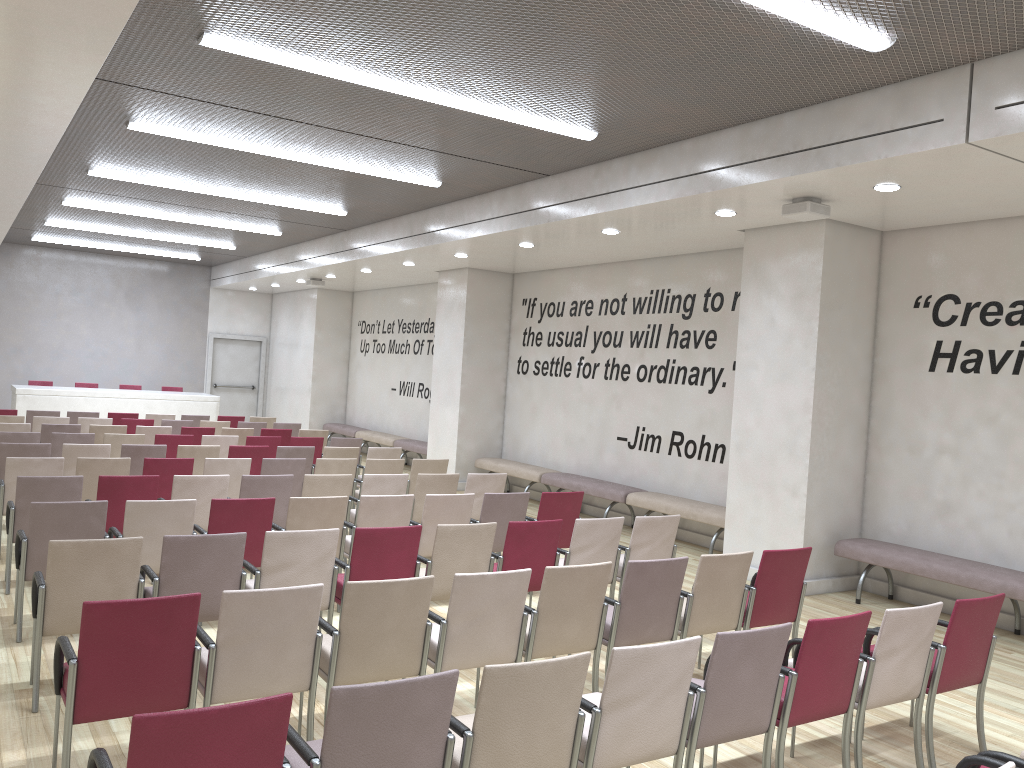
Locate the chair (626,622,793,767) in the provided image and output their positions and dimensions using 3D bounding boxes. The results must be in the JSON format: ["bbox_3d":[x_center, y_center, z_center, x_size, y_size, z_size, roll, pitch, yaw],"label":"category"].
[{"bbox_3d":[0.833,1.444,3.942,0.513,0.890,0.640,3,1,-32],"label":"chair"}]

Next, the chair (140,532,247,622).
[{"bbox_3d":[-1.866,1.256,5.134,0.513,0.890,0.640,3,1,-32],"label":"chair"}]

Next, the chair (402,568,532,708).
[{"bbox_3d":[-0.269,1.365,4.679,0.513,0.890,0.640,3,1,-32],"label":"chair"}]

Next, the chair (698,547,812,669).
[{"bbox_3d":[1.568,1.472,5.864,0.513,0.890,0.640,3,1,-32],"label":"chair"}]

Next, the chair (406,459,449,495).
[{"bbox_3d":[-1.076,1.256,10.020,0.513,0.890,0.640,3,1,-33],"label":"chair"}]

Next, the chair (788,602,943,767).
[{"bbox_3d":[1.765,1.499,4.528,0.513,0.890,0.640,3,1,-32],"label":"chair"}]

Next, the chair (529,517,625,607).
[{"bbox_3d":[0.450,1.391,6.612,0.513,0.890,0.640,3,1,-33],"label":"chair"}]

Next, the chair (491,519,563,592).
[{"bbox_3d":[-0.018,1.364,6.313,0.513,0.890,0.640,3,1,-33],"label":"chair"}]

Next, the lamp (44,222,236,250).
[{"bbox_3d":[-6.800,-2.726,16.422,3.304,0.045,0.198,3,1,-33],"label":"lamp"}]

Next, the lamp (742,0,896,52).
[{"bbox_3d":[0.829,-2.102,4.436,3.304,0.045,0.198,3,1,-33],"label":"lamp"}]

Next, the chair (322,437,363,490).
[{"bbox_3d":[-2.387,1.149,12.088,0.513,0.890,0.640,3,1,-33],"label":"chair"}]

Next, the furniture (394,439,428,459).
[{"bbox_3d":[-1.545,1.332,15.918,0.530,0.550,1.833,3,1,-33],"label":"furniture"}]

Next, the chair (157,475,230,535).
[{"bbox_3d":[-2.720,1.175,7.509,0.513,0.890,0.640,3,1,-33],"label":"chair"}]

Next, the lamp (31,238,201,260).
[{"bbox_3d":[-8.330,-2.851,18.825,3.304,0.045,0.198,3,1,-33],"label":"lamp"}]

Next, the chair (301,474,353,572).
[{"bbox_3d":[-1.802,1.229,8.080,0.513,0.890,0.640,3,1,-33],"label":"chair"}]

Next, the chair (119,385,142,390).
[{"bbox_3d":[-8.089,0.478,18.869,0.513,0.890,0.640,3,1,-33],"label":"chair"}]

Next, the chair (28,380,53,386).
[{"bbox_3d":[-9.533,0.393,17.946,0.513,0.890,0.640,3,1,-33],"label":"chair"}]

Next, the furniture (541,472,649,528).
[{"bbox_3d":[1.068,1.545,11.812,0.530,0.550,1.833,3,1,-33],"label":"furniture"}]

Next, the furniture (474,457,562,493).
[{"bbox_3d":[0.071,1.464,13.379,0.530,0.550,1.833,3,1,-33],"label":"furniture"}]

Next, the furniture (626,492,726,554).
[{"bbox_3d":[2.063,1.627,10.249,0.530,0.550,1.833,3,1,-33],"label":"furniture"}]

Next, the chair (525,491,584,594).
[{"bbox_3d":[0.264,1.365,7.936,0.513,0.890,0.640,3,1,-32],"label":"chair"}]

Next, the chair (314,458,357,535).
[{"bbox_3d":[-1.997,1.202,9.429,0.513,0.890,0.640,3,1,-33],"label":"chair"}]

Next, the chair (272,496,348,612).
[{"bbox_3d":[-1.599,1.256,6.753,0.513,0.890,0.640,3,1,-33],"label":"chair"}]

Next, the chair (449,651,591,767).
[{"bbox_3d":[-0.084,1.391,3.352,0.513,0.890,0.640,3,1,-32],"label":"chair"}]

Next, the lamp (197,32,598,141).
[{"bbox_3d":[-0.700,-2.227,6.837,3.304,0.045,0.198,3,1,-33],"label":"lamp"}]

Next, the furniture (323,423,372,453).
[{"bbox_3d":[-3.537,1.169,19.047,0.530,0.550,1.833,3,1,-33],"label":"furniture"}]

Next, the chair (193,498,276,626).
[{"bbox_3d":[-2.057,1.229,6.452,0.513,0.890,0.640,3,1,-32],"label":"chair"}]

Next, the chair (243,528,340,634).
[{"bbox_3d":[-1.401,1.283,5.435,0.513,0.890,0.640,3,1,-32],"label":"chair"}]

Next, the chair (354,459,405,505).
[{"bbox_3d":[-1.530,1.229,9.709,0.513,0.890,0.640,3,1,-33],"label":"chair"}]

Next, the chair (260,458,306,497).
[{"bbox_3d":[-2.454,1.175,9.124,0.513,0.890,0.640,3,1,-32],"label":"chair"}]

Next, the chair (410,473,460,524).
[{"bbox_3d":[-0.876,1.283,8.684,0.513,0.890,0.640,3,1,-32],"label":"chair"}]

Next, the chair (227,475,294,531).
[{"bbox_3d":[-2.254,1.202,7.786,0.513,0.890,0.640,3,1,-33],"label":"chair"}]

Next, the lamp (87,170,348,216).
[{"bbox_3d":[-3.749,-2.476,11.627,3.304,0.045,0.198,3,1,-33],"label":"lamp"}]

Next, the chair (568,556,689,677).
[{"bbox_3d":[0.652,1.418,5.269,0.513,0.890,0.640,3,1,-32],"label":"chair"}]

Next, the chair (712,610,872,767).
[{"bbox_3d":[1.296,1.471,4.242,0.513,0.890,0.640,3,1,-33],"label":"chair"}]

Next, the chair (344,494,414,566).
[{"bbox_3d":[-1.134,1.283,7.063,0.513,0.890,0.640,3,1,-32],"label":"chair"}]

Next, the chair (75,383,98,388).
[{"bbox_3d":[-8.811,0.436,18.408,0.513,0.890,0.640,3,1,-33],"label":"chair"}]

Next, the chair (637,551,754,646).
[{"bbox_3d":[1.112,1.445,5.579,0.513,0.890,0.640,3,1,-33],"label":"chair"}]

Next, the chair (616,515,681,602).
[{"bbox_3d":[0.915,1.418,6.906,0.513,0.890,0.640,3,1,-33],"label":"chair"}]

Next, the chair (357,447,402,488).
[{"bbox_3d":[-1.730,1.202,11.049,0.513,0.890,0.640,3,1,-33],"label":"chair"}]

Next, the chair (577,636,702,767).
[{"bbox_3d":[0.379,1.418,3.647,0.513,0.890,0.640,3,1,-32],"label":"chair"}]

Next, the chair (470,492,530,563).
[{"bbox_3d":[-0.216,1.337,7.650,0.513,0.890,0.640,3,1,-32],"label":"chair"}]

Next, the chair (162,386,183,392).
[{"bbox_3d":[-7.367,0.520,19.331,0.513,0.890,0.640,3,1,-33],"label":"chair"}]

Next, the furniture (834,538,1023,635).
[{"bbox_3d":[3.687,1.760,7.697,0.530,0.550,1.833,3,1,-33],"label":"furniture"}]

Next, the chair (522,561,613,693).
[{"bbox_3d":[0.176,1.390,4.976,0.513,0.890,0.640,3,1,-33],"label":"chair"}]

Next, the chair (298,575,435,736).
[{"bbox_3d":[-0.741,1.337,4.384,0.513,0.890,0.640,3,1,-32],"label":"chair"}]

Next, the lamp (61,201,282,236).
[{"bbox_3d":[-5.295,-2.603,14.056,3.304,0.045,0.198,3,1,-33],"label":"lamp"}]

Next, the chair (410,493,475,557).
[{"bbox_3d":[-0.673,1.310,7.345,0.513,0.890,0.640,3,1,-33],"label":"chair"}]

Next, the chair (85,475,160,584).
[{"bbox_3d":[-3.185,1.148,7.207,0.513,0.890,0.640,3,1,-33],"label":"chair"}]

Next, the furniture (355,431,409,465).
[{"bbox_3d":[-2.540,1.250,17.481,0.530,0.550,1.833,3,1,-33],"label":"furniture"}]

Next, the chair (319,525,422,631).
[{"bbox_3d":[-0.935,1.310,5.724,0.513,0.890,0.640,3,1,-32],"label":"chair"}]

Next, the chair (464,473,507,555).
[{"bbox_3d":[-0.418,1.310,8.972,0.513,0.890,0.640,3,1,-32],"label":"chair"}]

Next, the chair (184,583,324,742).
[{"bbox_3d":[-1.210,1.309,4.088,0.513,0.890,0.640,3,1,-32],"label":"chair"}]

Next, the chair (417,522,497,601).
[{"bbox_3d":[-0.470,1.337,6.015,0.513,0.890,0.640,3,1,-32],"label":"chair"}]

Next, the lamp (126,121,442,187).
[{"bbox_3d":[-2.236,-2.353,9.250,3.304,0.045,0.198,3,1,-33],"label":"lamp"}]

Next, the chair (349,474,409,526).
[{"bbox_3d":[-1.329,1.256,8.393,0.513,0.890,0.640,3,1,-32],"label":"chair"}]
